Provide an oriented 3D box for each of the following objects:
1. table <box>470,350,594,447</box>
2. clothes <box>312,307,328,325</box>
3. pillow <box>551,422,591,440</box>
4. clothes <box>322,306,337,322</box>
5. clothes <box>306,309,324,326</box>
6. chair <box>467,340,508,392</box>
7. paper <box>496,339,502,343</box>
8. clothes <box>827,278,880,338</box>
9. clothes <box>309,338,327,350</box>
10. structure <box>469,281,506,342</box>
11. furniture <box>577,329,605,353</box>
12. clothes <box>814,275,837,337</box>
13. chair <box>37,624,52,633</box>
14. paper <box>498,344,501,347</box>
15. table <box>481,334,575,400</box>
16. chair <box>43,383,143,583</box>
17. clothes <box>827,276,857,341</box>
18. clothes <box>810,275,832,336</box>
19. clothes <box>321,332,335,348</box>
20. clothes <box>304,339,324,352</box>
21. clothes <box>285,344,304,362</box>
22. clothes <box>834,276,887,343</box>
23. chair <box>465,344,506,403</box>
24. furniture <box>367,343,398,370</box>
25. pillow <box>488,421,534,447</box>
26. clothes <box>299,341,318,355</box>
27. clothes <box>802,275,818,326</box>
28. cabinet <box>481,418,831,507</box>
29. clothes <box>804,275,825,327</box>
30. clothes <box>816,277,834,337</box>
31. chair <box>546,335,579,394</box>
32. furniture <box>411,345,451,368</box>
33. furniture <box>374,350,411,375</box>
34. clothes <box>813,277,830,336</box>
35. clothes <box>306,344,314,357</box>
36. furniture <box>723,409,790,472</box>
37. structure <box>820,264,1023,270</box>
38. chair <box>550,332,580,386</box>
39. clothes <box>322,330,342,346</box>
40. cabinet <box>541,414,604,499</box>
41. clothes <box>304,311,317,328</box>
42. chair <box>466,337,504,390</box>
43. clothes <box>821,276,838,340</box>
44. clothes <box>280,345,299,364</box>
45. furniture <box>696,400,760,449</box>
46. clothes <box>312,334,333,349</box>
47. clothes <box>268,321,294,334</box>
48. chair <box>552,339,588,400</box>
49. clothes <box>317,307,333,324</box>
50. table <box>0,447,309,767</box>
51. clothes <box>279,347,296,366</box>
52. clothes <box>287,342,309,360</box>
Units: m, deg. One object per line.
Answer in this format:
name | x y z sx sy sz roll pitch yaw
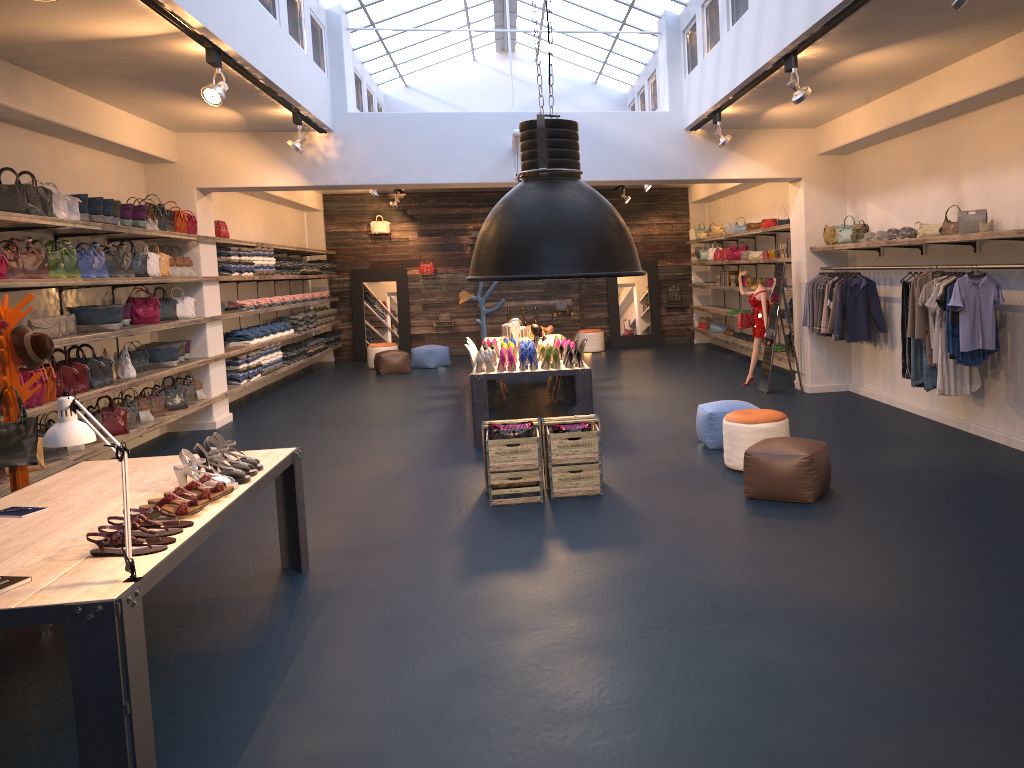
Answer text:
table | 0.214 0.081 10.142 1.257 0.737 2.508 -2 7 -2
clothes | -3.778 -1.323 16.895 0.337 0.340 0.395 -2 6 3
pillow | 0.477 0.451 6.987 0.315 0.318 0.452 -3 6 -3
clothes | -3.783 -1.436 17.765 0.337 0.340 0.395 -2 6 3
clothes | -3.776 -1.267 16.460 0.337 0.340 0.395 -2 6 3
chair | -0.350 -0.239 12.547 0.544 0.798 0.469 -2 5 2
paper | -0.124 -0.648 12.956 0.330 0.014 0.734 -1 7 7
clothes | 4.158 -0.928 10.556 0.723 0.732 0.169 -3 4 -10
clothes | -3.767 -0.759 16.582 0.427 0.250 0.340 -3 6 -8
structure | -0.553 -1.428 17.896 0.916 1.800 0.182 -1 4 19
furniture | 1.686 -0.927 18.584 0.587 0.478 0.576 -2 6 -2
clothes | 4.148 -1.014 11.206 0.548 0.798 0.183 -4 4 -13
chair | -2.710 0.889 4.281 0.718 0.833 0.649 -5 6 -25
paper | -0.034 -0.558 12.235 0.308 0.014 0.783 4 9 37
table | 0.200 -0.242 12.652 1.257 0.737 2.508 -2 7 -2
chair | -1.488 0.368 3.157 0.516 0.742 0.179 1 5 32
clothes | 4.153 -0.931 10.722 0.577 0.791 0.121 -3 4 -8
clothes | 4.147 -1.035 11.364 0.548 0.798 0.183 -4 4 -13
clothes | -3.708 -0.874 17.289 0.383 0.298 0.308 -4 6 -16
clothes | -3.766 -0.708 16.191 0.412 0.250 0.352 -2 6 4
clothes | -3.694 -0.526 14.584 0.360 0.298 0.301 -3 6 -5
clothes | 4.159 -0.898 10.399 0.693 0.793 0.171 -3 4 -9
chair | -0.348 -0.155 11.890 0.558 0.798 0.457 -3 5 -6
furniture | -2.482 -0.545 16.710 0.587 0.478 0.576 -2 6 -2
pillow | -0.002 0.456 6.808 0.364 0.347 0.430 -3 6 -4
clothes | -3.762 -0.655 15.780 0.427 0.250 0.340 -3 6 -8
clothes | 4.110 -1.051 11.563 0.556 0.811 0.119 -3 4 -9
cabinet | 1.075 0.583 6.786 2.753 0.546 0.760 -1 6 6
clothes | 4.110 -1.043 11.497 0.556 0.811 0.119 -3 4 -9
clothes | 4.139 -0.974 10.958 0.670 0.751 0.126 -3 4 -7
chair | 0.730 -0.298 12.715 0.558 0.798 0.457 -3 5 -6
furniture | -1.563 -0.540 16.657 0.600 0.421 0.701 2 8 34
furniture | -2.181 -0.414 15.842 0.689 0.421 0.612 -5 7 -21
clothes | 4.138 -0.987 11.054 0.670 0.751 0.126 -3 4 -7
clothes | -3.762 -0.605 15.389 0.412 0.250 0.352 -2 6 4
furniture | 2.129 0.480 7.562 0.587 0.478 0.576 -2 6 -2
structure | 4.141 -0.986 7.304 0.039 0.038 8.613 -2 7 0
chair | 0.790 -0.385 13.379 0.554 0.798 0.460 -3 5 -4
clothes | -3.714 -0.937 17.777 0.370 0.297 0.642 -2 7 0
cabinet | 0.494 0.575 6.994 0.480 0.546 0.549 -3 6 -4
clothes | -3.744 -1.164 15.791 0.409 0.316 0.342 -4 6 -18
chair | -0.396 -0.323 13.206 0.558 0.798 0.457 -3 5 -6
clothes | 4.155 -0.954 10.829 0.693 0.793 0.171 -3 4 -9
clothes | -3.692 -0.484 14.262 0.383 0.298 0.308 -4 6 -16
furniture | 2.150 0.376 8.585 0.665 0.421 0.636 -3 6 -6
clothes | -3.696 -0.833 16.969 0.375 0.298 0.324 -3 6 -2
clothes | -3.828 -0.913 14.192 0.433 0.239 0.422 -3 7 -5
chair | 0.798 -0.215 12.060 0.566 0.798 0.450 -3 5 -12
clothes | -3.781 -1.380 17.330 0.337 0.340 0.395 -2 6 3
table | -1.887 0.946 3.993 1.257 0.737 2.508 -2 7 -2
clothes | -3.679 -0.443 13.942 0.375 0.298 0.324 -3 6 -2
clothes | -3.696 -0.567 14.908 0.353 0.298 0.308 -2 6 1
